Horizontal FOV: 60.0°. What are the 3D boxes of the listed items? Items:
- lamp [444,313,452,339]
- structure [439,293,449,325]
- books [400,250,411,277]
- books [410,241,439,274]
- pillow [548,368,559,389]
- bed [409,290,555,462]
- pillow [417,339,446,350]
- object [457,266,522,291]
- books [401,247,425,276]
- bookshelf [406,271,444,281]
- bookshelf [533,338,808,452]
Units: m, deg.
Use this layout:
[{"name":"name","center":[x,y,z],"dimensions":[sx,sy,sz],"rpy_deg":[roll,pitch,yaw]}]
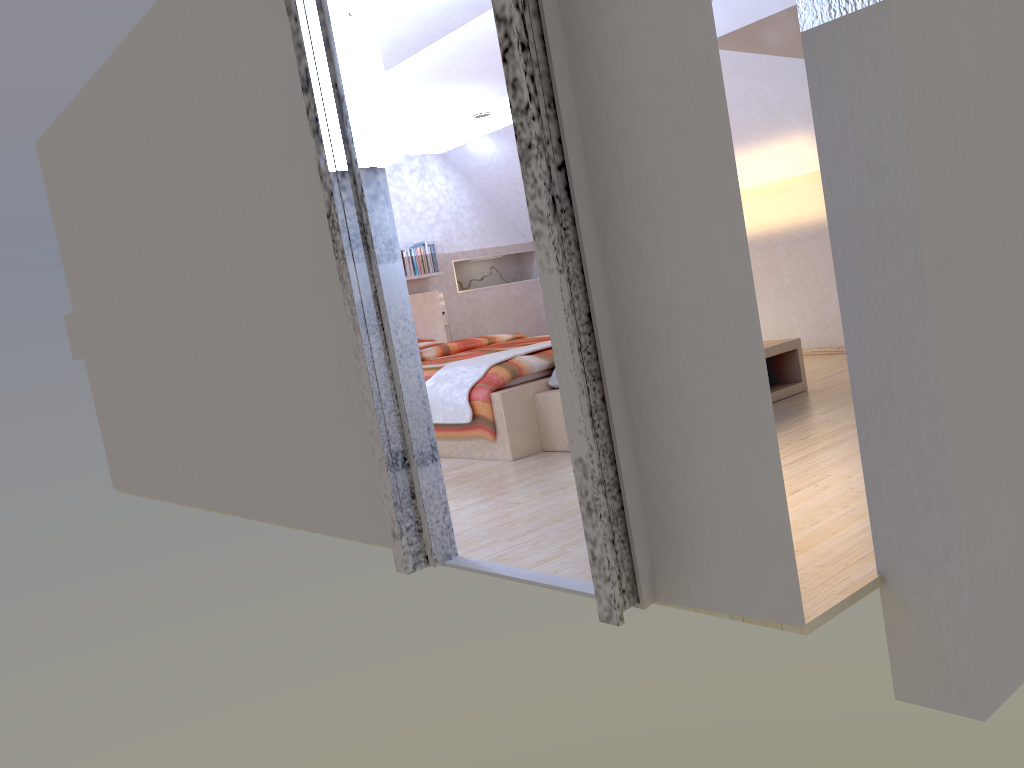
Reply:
[{"name":"lamp","center":[0.486,-0.363,7.230],"dimensions":[2.551,0.788,0.396],"rpy_deg":[-5,7,42]},{"name":"structure","center":[-0.630,-0.670,7.960],"dimensions":[0.077,0.286,0.034],"rpy_deg":[-15,7,-38]},{"name":"books","center":[-0.993,-1.026,7.542],"dimensions":[0.140,0.260,0.209],"rpy_deg":[-15,7,-38]},{"name":"books","center":[-0.770,-1.096,7.731],"dimensions":[0.145,0.281,0.200],"rpy_deg":[-15,7,-38]},{"name":"pillow","center":[0.461,-0.142,4.835],"dimensions":[0.470,0.241,0.498],"rpy_deg":[-9,6,16]},{"name":"bed","center":[-0.300,-0.227,6.251],"dimensions":[2.087,0.994,3.009],"rpy_deg":[-15,7,-38]},{"name":"pillow","center":[-0.724,-0.289,7.425],"dimensions":[0.566,0.188,0.497],"rpy_deg":[-15,7,-38]},{"name":"object","center":[-0.200,-1.033,8.515],"dimensions":[0.905,0.193,0.085],"rpy_deg":[-15,7,-38]},{"name":"books","center":[-0.881,-1.041,7.640],"dimensions":[0.159,0.231,0.200],"rpy_deg":[-15,7,-38]},{"name":"bookshelf","center":[-1.012,-0.872,7.520],"dimensions":[0.916,0.028,0.223],"rpy_deg":[-15,7,-38]},{"name":"bookshelf","center":[0.906,0.044,4.864],"dimensions":[1.495,0.303,0.643],"rpy_deg":[-15,7,-38]}]
